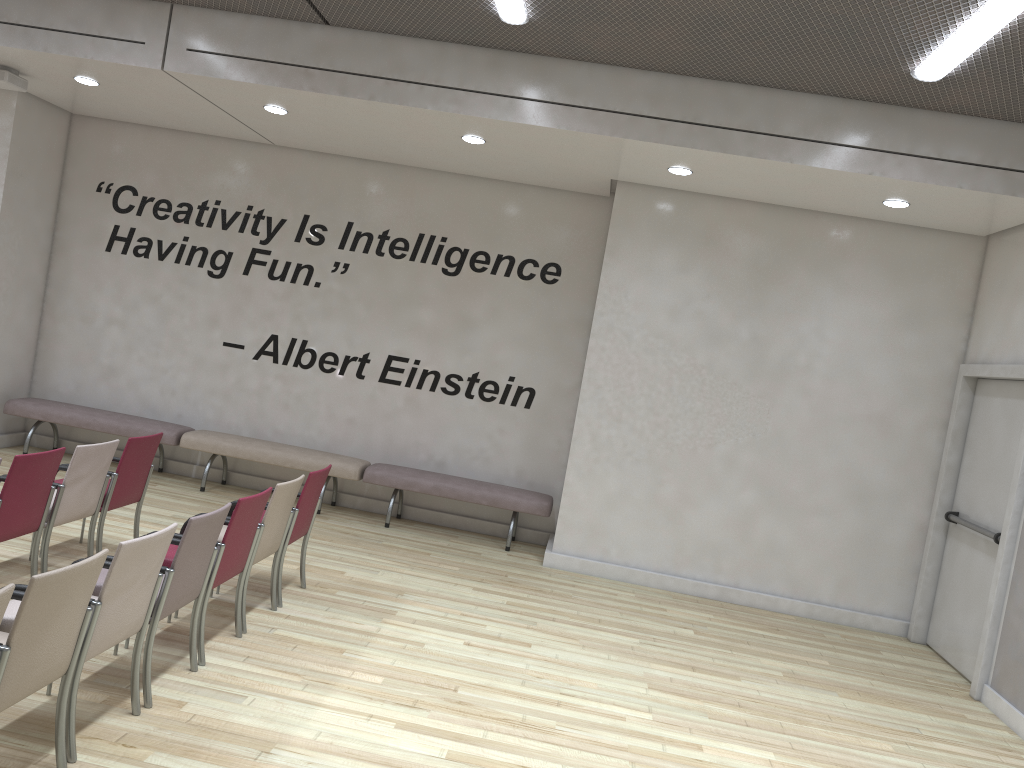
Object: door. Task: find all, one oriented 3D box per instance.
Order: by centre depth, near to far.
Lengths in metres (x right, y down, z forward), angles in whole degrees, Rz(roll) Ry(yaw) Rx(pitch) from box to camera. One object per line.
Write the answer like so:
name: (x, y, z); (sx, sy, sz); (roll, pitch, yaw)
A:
door: (3.632, 1.047, 6.883); (0.200, 2.400, 1.400); (10, 2, 5)

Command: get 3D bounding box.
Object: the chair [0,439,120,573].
chair: (-2.890, 0.746, 5.487); (0.640, 0.890, 0.513); (10, 2, 6)

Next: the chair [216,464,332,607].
chair: (-1.624, 0.946, 5.929); (0.640, 0.890, 0.513); (10, 2, 5)

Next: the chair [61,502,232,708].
chair: (-1.791, 0.988, 4.277); (0.640, 0.890, 0.513); (10, 2, 5)

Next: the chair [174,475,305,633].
chair: (-1.684, 0.959, 5.383); (0.640, 0.890, 0.513); (10, 2, 6)

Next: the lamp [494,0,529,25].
lamp: (-0.156, -2.311, 4.112); (0.198, 0.045, 3.303); (10, 2, 5)

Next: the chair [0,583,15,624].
chair: (-1.965, 1.028, 2.649); (0.640, 0.890, 0.513); (10, 2, 5)

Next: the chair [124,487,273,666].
chair: (-1.737, 0.973, 4.837); (0.640, 0.890, 0.513); (10, 2, 5)

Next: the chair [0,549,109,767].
chair: (-1.909, 1.014, 3.182); (0.640, 0.890, 0.513); (10, 2, 6)

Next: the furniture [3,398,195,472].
furniture: (-4.180, 0.544, 8.966); (1.833, 0.550, 0.530); (10, 2, 5)

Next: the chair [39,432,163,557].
chair: (-2.829, 0.732, 6.045); (0.640, 0.890, 0.513); (10, 2, 5)

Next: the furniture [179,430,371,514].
furniture: (-2.358, 0.867, 8.790); (1.833, 0.550, 0.530); (10, 2, 5)

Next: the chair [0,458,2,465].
chair: (-3.009, 0.772, 4.392); (0.640, 0.890, 0.513); (10, 2, 6)

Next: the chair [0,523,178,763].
chair: (-1.855, 1.000, 3.727); (0.640, 0.890, 0.513); (10, 2, 6)

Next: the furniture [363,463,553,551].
furniture: (-0.540, 1.189, 8.615); (1.833, 0.550, 0.530); (10, 2, 5)

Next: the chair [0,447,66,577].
chair: (-2.956, 0.758, 4.941); (0.640, 0.890, 0.513); (10, 2, 5)

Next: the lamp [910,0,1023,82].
lamp: (2.405, -1.857, 3.865); (0.198, 0.045, 3.303); (10, 2, 5)
